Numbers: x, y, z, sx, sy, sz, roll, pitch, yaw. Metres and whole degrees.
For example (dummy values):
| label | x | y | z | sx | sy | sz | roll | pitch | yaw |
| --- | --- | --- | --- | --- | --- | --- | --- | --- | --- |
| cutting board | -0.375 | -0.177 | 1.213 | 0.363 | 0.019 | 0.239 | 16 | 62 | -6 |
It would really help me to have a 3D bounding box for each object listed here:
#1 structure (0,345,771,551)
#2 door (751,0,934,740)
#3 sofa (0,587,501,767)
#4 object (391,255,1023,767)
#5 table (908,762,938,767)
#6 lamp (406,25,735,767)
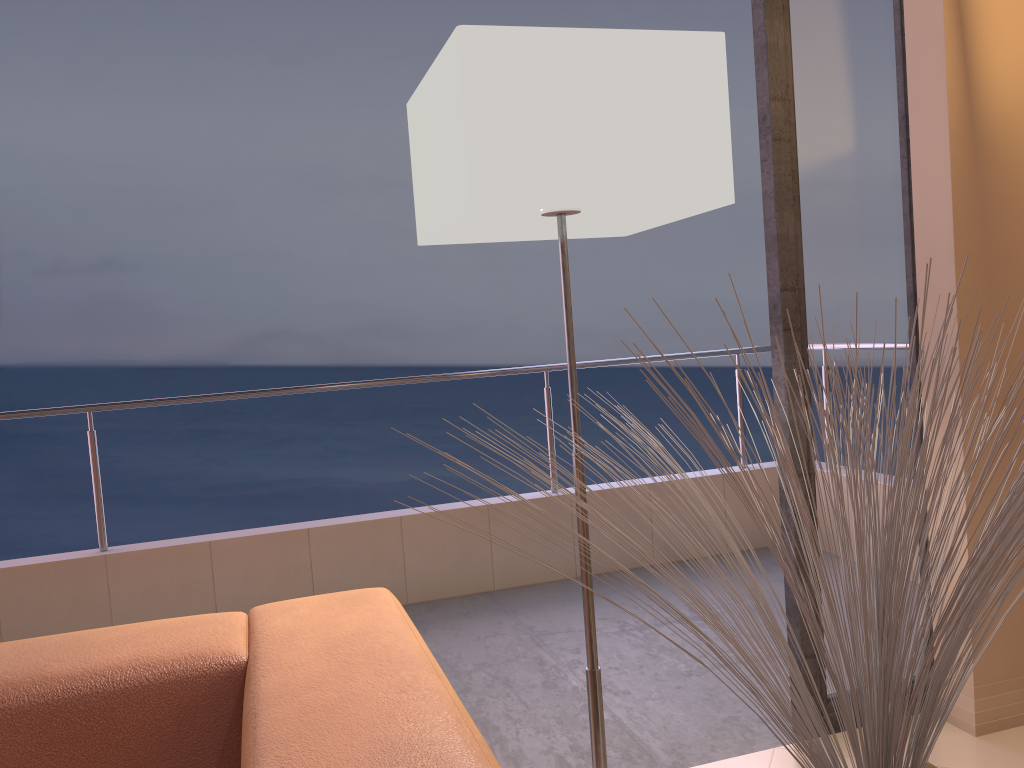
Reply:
| label | x | y | z | sx | sy | sz | roll | pitch | yaw |
| --- | --- | --- | --- | --- | --- | --- | --- | --- | --- |
| structure | -0.426 | 0.294 | 2.733 | 4.176 | 0.541 | 1.663 | -5 | 4 | -16 |
| door | 0.863 | -0.219 | 2.211 | 0.480 | 2.160 | 0.056 | -5 | 4 | -16 |
| sofa | -1.346 | 0.783 | 0.660 | 2.781 | 0.672 | 0.943 | -5 | 4 | -16 |
| object | 0.336 | 0.204 | 0.962 | 0.703 | 0.634 | 0.700 | -2 | 4 | 30 |
| table | 0.399 | 0.740 | 0.912 | 0.469 | 0.436 | 0.415 | -5 | 4 | -16 |
| lamp | 0.124 | 0.153 | 1.646 | 0.454 | 1.578 | 0.454 | -5 | 4 | -16 |
